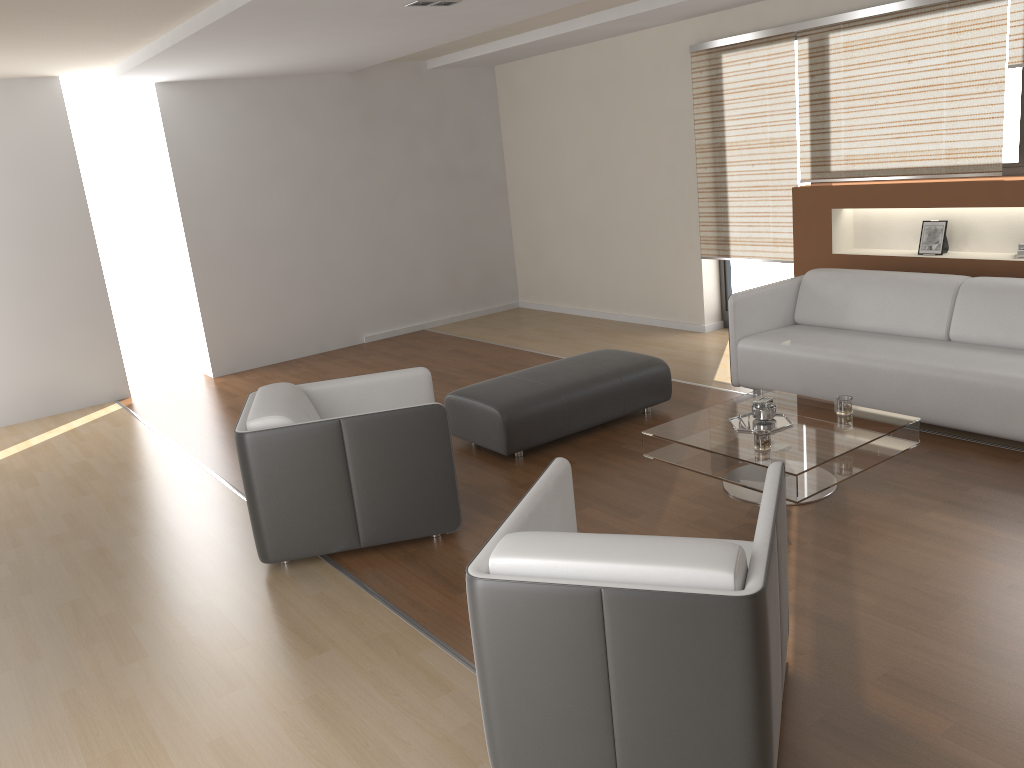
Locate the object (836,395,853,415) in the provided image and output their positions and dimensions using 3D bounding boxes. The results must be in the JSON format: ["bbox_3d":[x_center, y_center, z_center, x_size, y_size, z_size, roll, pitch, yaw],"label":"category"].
[{"bbox_3d":[1.593,0.103,4.250,0.079,0.077,0.079,8,20,43],"label":"object"}]

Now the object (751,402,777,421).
[{"bbox_3d":[1.218,0.131,4.286,0.118,0.079,0.117,-14,17,-26],"label":"object"}]

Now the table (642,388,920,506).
[{"bbox_3d":[1.271,0.338,4.236,0.900,0.300,0.900,-16,18,-33],"label":"table"}]

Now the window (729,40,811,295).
[{"bbox_3d":[2.020,-1.583,7.000,0.010,2.093,0.889,-16,18,-33],"label":"window"}]

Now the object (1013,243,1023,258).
[{"bbox_3d":[3.105,-0.833,5.337,0.141,0.131,0.141,3,18,33],"label":"object"}]

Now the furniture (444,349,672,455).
[{"bbox_3d":[0.294,0.065,5.460,1.291,0.301,0.685,-16,18,-33],"label":"furniture"}]

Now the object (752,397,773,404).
[{"bbox_3d":[1.285,0.086,4.532,0.064,0.029,0.158,5,18,36],"label":"object"}]

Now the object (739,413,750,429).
[{"bbox_3d":[1.120,0.175,4.246,0.051,0.035,0.147,-4,15,7],"label":"object"}]

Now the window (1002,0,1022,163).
[{"bbox_3d":[3.094,-1.810,5.296,0.010,0.986,2.817,-16,18,-33],"label":"window"}]

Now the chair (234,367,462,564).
[{"bbox_3d":[-0.771,0.330,4.227,0.919,0.661,0.767,-9,15,-9],"label":"chair"}]

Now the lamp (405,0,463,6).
[{"bbox_3d":[-0.438,-2.153,4.913,0.291,0.087,0.146,-16,18,-33],"label":"lamp"}]

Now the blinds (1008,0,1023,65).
[{"bbox_3d":[3.257,-1.935,4.494,0.001,0.441,1.432,-16,18,-33],"label":"blinds"}]

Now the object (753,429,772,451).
[{"bbox_3d":[1.106,0.246,3.915,0.079,0.077,0.079,8,20,43],"label":"object"}]

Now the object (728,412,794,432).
[{"bbox_3d":[1.189,0.182,4.245,0.315,0.011,0.273,-14,17,-26],"label":"object"}]

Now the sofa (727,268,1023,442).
[{"bbox_3d":[2.394,-0.226,5.002,0.919,0.661,2.238,-16,18,-33],"label":"sofa"}]

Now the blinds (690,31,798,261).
[{"bbox_3d":[1.772,-1.764,6.787,0.001,1.635,0.980,-16,18,-33],"label":"blinds"}]

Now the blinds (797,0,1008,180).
[{"bbox_3d":[2.452,-1.862,5.728,0.001,1.044,1.432,-16,18,-33],"label":"blinds"}]

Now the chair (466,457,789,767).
[{"bbox_3d":[0.396,0.656,2.617,0.767,0.706,0.919,-1,16,20],"label":"chair"}]

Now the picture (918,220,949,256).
[{"bbox_3d":[2.748,-0.955,5.773,0.133,0.216,0.159,-18,19,-38],"label":"picture"}]
